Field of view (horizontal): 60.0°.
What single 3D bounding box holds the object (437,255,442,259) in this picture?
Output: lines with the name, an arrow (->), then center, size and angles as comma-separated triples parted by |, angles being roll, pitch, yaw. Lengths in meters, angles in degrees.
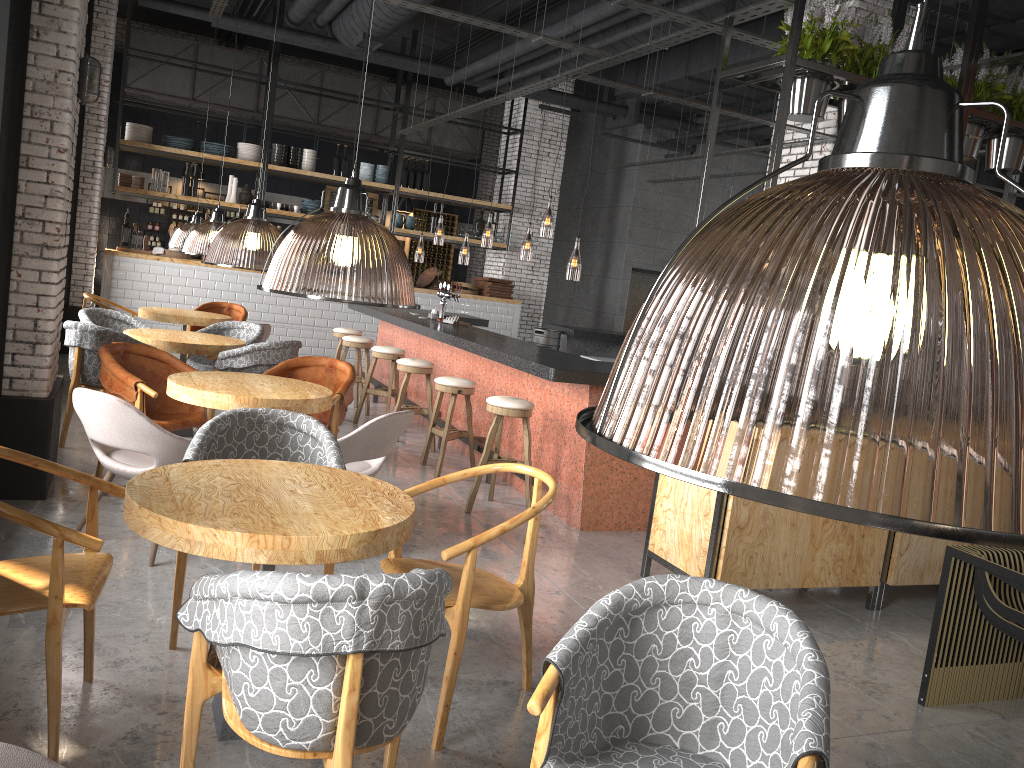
object -> -1.367, -2.399, 16.730 | 0.079, 0.079, 0.284 | 5, 7, -24

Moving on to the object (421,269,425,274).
object -> -1.666, -2.109, 16.644 | 0.079, 0.079, 0.281 | 5, 7, -24

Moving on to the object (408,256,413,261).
object -> -1.896, -2.337, 16.510 | 0.079, 0.079, 0.284 | 5, 7, -24

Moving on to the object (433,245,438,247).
object -> -1.441, -2.619, 16.707 | 0.079, 0.079, 0.284 | 5, 7, -24

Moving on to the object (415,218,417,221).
object -> -1.815, -3.067, 16.474 | 0.079, 0.079, 0.284 | 5, 7, -24

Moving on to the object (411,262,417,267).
object -> -1.826, -2.227, 16.561 | 0.079, 0.079, 0.281 | 5, 7, -24

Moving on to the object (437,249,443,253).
object -> -1.355, -2.503, 16.724 | 0.079, 0.079, 0.284 | 5, 7, -24

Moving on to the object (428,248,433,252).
object -> -1.525, -2.516, 16.643 | 0.079, 0.079, 0.284 | 5, 7, -24

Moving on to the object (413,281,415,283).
object -> -1.875, -1.919, 16.609 | 0.079, 0.079, 0.281 | 5, 7, -24

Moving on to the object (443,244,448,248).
object -> -1.269, -2.605, 16.784 | 0.079, 0.079, 0.284 | 5, 7, -24

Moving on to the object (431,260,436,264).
object -> -1.484, -2.309, 16.741 | 0.079, 0.079, 0.284 | 5, 7, -24

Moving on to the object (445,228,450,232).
object -> -1.221, -2.913, 16.739 | 0.079, 0.079, 0.284 | 5, 7, -24

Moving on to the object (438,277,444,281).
object -> -1.338, -1.978, 16.812 | 0.079, 0.079, 0.281 | 5, 7, -24

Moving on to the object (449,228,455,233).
object -> -1.142, -2.908, 16.792 | 0.079, 0.079, 0.284 | 5, 7, -24

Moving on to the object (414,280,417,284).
object -> -1.785, -1.911, 16.639 | 0.079, 0.079, 0.281 | 5, 7, -24

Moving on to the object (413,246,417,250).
object -> -1.792, -2.540, 16.549 | 0.079, 0.079, 0.284 | 5, 7, -24

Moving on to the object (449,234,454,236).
object -> -1.149, -2.802, 16.788 | 0.079, 0.079, 0.284 | 5, 7, -24

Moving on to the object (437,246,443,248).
object -> -1.349, -2.609, 16.731 | 0.079, 0.079, 0.284 | 5, 7, -24

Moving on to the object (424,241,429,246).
object -> -1.614, -2.633, 16.634 | 0.079, 0.079, 0.284 | 5, 7, -24

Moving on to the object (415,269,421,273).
object -> -1.768, -2.122, 16.641 | 0.079, 0.079, 0.281 | 5, 7, -24

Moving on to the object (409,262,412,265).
object -> -1.925, -2.239, 16.554 | 0.079, 0.079, 0.281 | 5, 7, -24

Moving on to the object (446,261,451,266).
object -> -1.211, -2.282, 16.821 | 0.079, 0.079, 0.284 | 5, 7, -24

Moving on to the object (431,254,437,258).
object -> -1.468, -2.412, 16.727 | 0.079, 0.079, 0.284 | 5, 7, -24

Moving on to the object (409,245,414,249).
object -> -1.884, -2.550, 16.525 | 0.079, 0.079, 0.284 | 5, 7, -24

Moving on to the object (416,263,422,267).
object -> -1.747, -2.223, 16.617 | 0.079, 0.079, 0.281 | 5, 7, -24

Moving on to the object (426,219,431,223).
object -> -1.551, -3.044, 16.575 | 0.079, 0.079, 0.284 | 5, 7, -24

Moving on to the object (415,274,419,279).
object -> -1.775, -2.016, 16.637 | 0.079, 0.079, 0.281 | 5, 7, -24

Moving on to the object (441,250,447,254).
object -> -1.277, -2.499, 16.780 | 0.079, 0.079, 0.284 | 5, 7, -24

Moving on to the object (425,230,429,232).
object -> -1.570, -2.833, 16.574 | 0.079, 0.079, 0.284 | 5, 7, -24

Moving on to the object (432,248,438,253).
object -> -1.449, -2.513, 16.703 | 0.079, 0.079, 0.284 | 5, 7, -24

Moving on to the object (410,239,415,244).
object -> -1.861, -2.649, 16.492 | 0.079, 0.079, 0.284 | 5, 7, -24

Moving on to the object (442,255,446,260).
object -> -1.297, -2.398, 16.804 | 0.079, 0.079, 0.284 | 5, 7, -24

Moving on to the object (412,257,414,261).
object -> -1.820, -2.333, 16.569 | 0.079, 0.079, 0.284 | 5, 7, -24

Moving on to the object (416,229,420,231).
object -> -1.750, -2.851, 16.519 | 0.079, 0.079, 0.284 | 5, 7, -24

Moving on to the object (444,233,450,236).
object -> -1.228, -2.806, 16.732 | 0.079, 0.079, 0.284 | 5, 7, -24

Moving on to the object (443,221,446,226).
object -> -1.293, -3.023, 16.691 | 0.079, 0.079, 0.284 | 5, 7, -24

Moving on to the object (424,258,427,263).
object -> -1.648, -2.319, 16.646 | 0.079, 0.079, 0.284 | 5, 7, -24

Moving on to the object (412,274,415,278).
object -> -1.869, -2.026, 16.616 | 0.079, 0.079, 0.281 | 5, 7, -24

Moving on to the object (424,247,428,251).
object -> -1.620, -2.527, 16.626 | 0.079, 0.079, 0.284 | 5, 7, -24

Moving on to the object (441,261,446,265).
object -> -1.311, -2.294, 16.814 | 0.079, 0.079, 0.284 | 5, 7, -24

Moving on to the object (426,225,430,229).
object -> -1.565, -2.941, 16.585 | 0.079, 0.079, 0.284 | 5, 7, -24

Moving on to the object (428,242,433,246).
object -> -1.527, -2.626, 16.668 | 0.079, 0.079, 0.284 | 5, 7, -24

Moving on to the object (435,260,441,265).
object -> -1.390, -2.299, 16.762 | 0.079, 0.079, 0.284 | 5, 7, -24

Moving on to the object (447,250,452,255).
object -> -1.199, -2.495, 16.836 | 0.079, 0.079, 0.284 | 5, 7, -24

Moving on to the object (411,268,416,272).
object -> -1.838, -2.122, 16.567 | 0.079, 0.079, 0.281 | 5, 7, -24

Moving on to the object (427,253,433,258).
object -> -1.541, -2.413, 16.657 | 0.079, 0.079, 0.284 | 5, 7, -24

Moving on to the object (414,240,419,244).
object -> -1.769, -2.640, 16.518 | 0.079, 0.079, 0.284 | 5, 7, -24

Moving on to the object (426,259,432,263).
object -> -1.562, -2.313, 16.685 | 0.079, 0.079, 0.284 | 5, 7, -24

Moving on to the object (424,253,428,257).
object -> -1.625, -2.419, 16.615 | 0.079, 0.079, 0.284 | 5, 7, -24

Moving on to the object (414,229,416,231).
object -> -1.843, -2.860, 16.494 | 0.079, 0.079, 0.284 | 5, 7, -24

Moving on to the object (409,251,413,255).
object -> -1.892, -2.444, 16.520 | 0.079, 0.079, 0.284 | 5, 7, -24

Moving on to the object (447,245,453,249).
object -> -1.177, -2.595, 16.808 | 0.079, 0.079, 0.284 | 5, 7, -24

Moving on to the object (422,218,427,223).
object -> -1.629, -3.048, 16.519 | 0.079, 0.079, 0.284 | 5, 7, -24

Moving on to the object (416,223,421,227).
object -> -1.737, -2.954, 16.508 | 0.079, 0.079, 0.284 | 5, 7, -24

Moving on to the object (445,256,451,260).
object -> -1.205, -2.388, 16.828 | 0.079, 0.079, 0.284 | 5, 7, -24

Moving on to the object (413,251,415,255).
object -> -1.814, -2.440, 16.577 | 0.079, 0.079, 0.284 | 5, 7, -24

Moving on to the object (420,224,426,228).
object -> -1.657, -2.950, 16.561 | 0.079, 0.079, 0.284 | 5, 7, -24

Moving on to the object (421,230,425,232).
object -> -1.672, -2.847, 16.575 | 0.079, 0.079, 0.284 | 5, 7, -24

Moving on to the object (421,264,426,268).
object -> -1.669, -2.219, 16.673 | 0.079, 0.079, 0.281 | 5, 7, -24

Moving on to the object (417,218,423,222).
object -> -1.714, -3.054, 16.477 | 0.079, 0.079, 0.284 | 5, 7, -24
